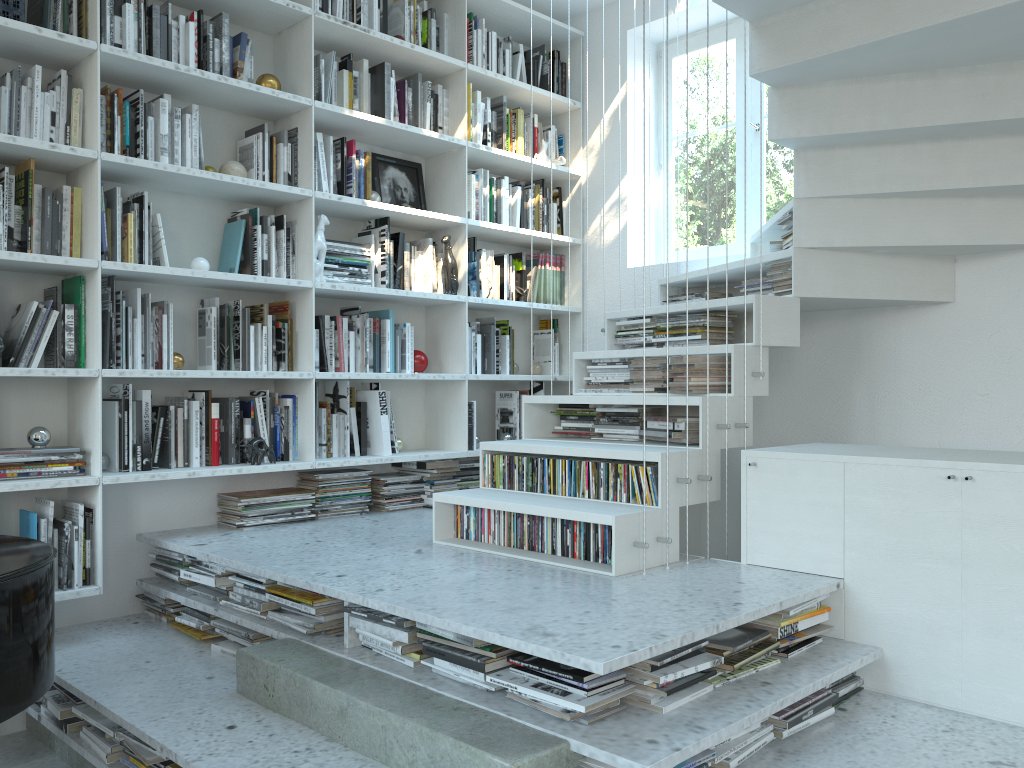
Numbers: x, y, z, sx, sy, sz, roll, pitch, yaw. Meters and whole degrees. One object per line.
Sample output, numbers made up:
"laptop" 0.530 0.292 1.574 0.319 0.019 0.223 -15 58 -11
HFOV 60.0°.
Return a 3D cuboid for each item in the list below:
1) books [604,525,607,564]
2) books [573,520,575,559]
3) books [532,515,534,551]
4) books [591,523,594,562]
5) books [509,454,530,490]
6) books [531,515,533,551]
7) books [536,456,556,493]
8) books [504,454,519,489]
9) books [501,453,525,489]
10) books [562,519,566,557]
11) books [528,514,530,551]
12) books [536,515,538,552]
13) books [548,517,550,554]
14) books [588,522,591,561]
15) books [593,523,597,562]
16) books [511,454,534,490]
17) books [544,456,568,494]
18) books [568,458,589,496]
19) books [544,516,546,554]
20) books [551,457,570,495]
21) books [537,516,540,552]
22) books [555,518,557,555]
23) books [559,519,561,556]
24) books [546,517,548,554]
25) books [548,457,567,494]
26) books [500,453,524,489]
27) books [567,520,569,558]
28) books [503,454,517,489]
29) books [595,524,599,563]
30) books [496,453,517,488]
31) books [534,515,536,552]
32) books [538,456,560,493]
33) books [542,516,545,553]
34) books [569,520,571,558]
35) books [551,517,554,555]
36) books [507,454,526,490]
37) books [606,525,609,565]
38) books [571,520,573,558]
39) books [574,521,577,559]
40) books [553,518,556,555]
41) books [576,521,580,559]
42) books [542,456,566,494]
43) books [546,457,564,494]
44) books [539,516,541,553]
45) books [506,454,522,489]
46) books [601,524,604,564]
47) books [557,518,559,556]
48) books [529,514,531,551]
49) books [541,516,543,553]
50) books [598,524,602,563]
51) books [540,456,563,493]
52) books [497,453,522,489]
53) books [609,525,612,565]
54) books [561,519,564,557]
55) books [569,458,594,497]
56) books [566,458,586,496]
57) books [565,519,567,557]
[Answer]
"books" 0.333 0.497 2.801 0.009 0.125 0.125 0 0 45
"books" 0.241 0.498 2.892 0.008 0.125 0.125 0 0 45
"books" 0.115 0.499 3.017 0.008 0.125 0.125 0 0 45
"books" 0.295 0.498 2.838 0.007 0.125 0.125 0 0 45
"books" 0.035 0.327 3.304 0.010 0.125 0.125 0 0 45
"books" 0.110 0.499 3.022 0.008 0.125 0.125 0 0 45
"books" 0.132 0.326 3.207 0.008 0.125 0.125 0 0 45
"books" 0.018 0.327 3.321 0.007 0.125 0.125 0 0 45
"books" 0.007 0.327 3.332 0.007 0.125 0.125 0 0 45
"books" 0.211 0.498 2.921 0.012 0.125 0.125 0 0 45
"books" 0.099 0.499 3.033 0.008 0.125 0.125 0 0 45
"books" 0.126 0.499 3.006 0.007 0.125 0.125 0 0 45
"books" 0.165 0.499 2.967 0.008 0.125 0.125 0 0 45
"books" 0.288 0.498 2.845 0.009 0.125 0.125 0 0 45
"books" 0.301 0.498 2.832 0.010 0.125 0.125 0 0 45
"books" 0.043 0.327 3.296 0.010 0.125 0.125 0 0 45
"books" 0.160 0.326 3.180 0.007 0.125 0.125 0 0 45
"books" 0.239 0.325 3.101 0.007 0.125 0.125 0 0 45
"books" 0.154 0.499 2.978 0.008 0.125 0.125 0 0 45
"books" 0.183 0.326 3.157 0.010 0.125 0.125 0 0 45
"books" 0.131 0.499 3.001 0.008 0.125 0.125 0 0 45
"books" 0.188 0.499 2.945 0.011 0.125 0.125 0 0 45
"books" 0.200 0.498 2.933 0.008 0.125 0.125 0 0 45
"books" 0.160 0.499 2.973 0.008 0.125 0.125 0 0 45
"books" 0.175 0.326 3.165 0.014 0.125 0.125 0 0 45
"books" 0.001 0.327 3.338 0.008 0.125 0.125 0 0 45
"books" 0.225 0.498 2.907 0.007 0.125 0.125 0 0 45
"books" 0.012 0.327 3.327 0.007 0.125 0.125 0 0 45
"books" 0.310 0.498 2.824 0.014 0.125 0.125 0 0 45
"books" -0.013 0.327 3.352 0.010 0.125 0.125 0 0 45
"books" 0.120 0.499 3.012 0.008 0.125 0.125 0 0 45
"books" 0.140 0.326 3.200 0.012 0.125 0.125 0 0 45
"books" 0.148 0.499 2.985 0.010 0.125 0.125 0 0 45
"books" 0.230 0.498 2.902 0.007 0.125 0.125 0 0 45
"books" 0.176 0.499 2.957 0.008 0.125 0.125 0 0 45
"books" 0.029 0.327 3.310 0.008 0.125 0.125 0 0 45
"books" 0.340 0.497 2.794 0.011 0.125 0.125 0 0 45
"books" 0.236 0.498 2.897 0.007 0.125 0.125 0 0 45
"books" 0.247 0.498 2.886 0.008 0.125 0.125 0 0 45
"books" 0.183 0.499 2.950 0.011 0.125 0.125 0 0 45
"books" 0.254 0.498 2.879 0.010 0.125 0.125 0 0 45
"books" 0.153 0.326 3.187 0.009 0.125 0.125 0 0 45
"books" 0.167 0.326 3.173 0.010 0.125 0.125 0 0 45
"books" 0.137 0.499 2.995 0.008 0.125 0.125 0 0 45
"books" 0.023 0.327 3.316 0.008 0.125 0.125 0 0 45
"books" 0.326 0.497 2.807 0.013 0.125 0.125 0 0 45
"books" 0.194 0.498 2.939 0.008 0.125 0.125 0 0 45
"books" 0.105 0.499 3.027 0.008 0.125 0.125 0 0 45
"books" 0.143 0.499 2.990 0.010 0.125 0.125 0 0 45
"books" 0.318 0.498 2.816 0.010 0.125 0.125 0 0 45
"books" 0.147 0.326 3.192 0.010 0.125 0.125 0 0 45
"books" -0.007 0.327 3.345 0.012 0.125 0.125 0 0 45
"books" 0.347 0.497 2.787 0.009 0.125 0.125 0 0 45
"books" 0.205 0.498 2.927 0.010 0.125 0.125 0 0 45
"books" 0.244 0.325 3.096 0.008 0.125 0.125 0 0 45
"books" 0.233 0.325 3.107 0.008 0.125 0.125 0 0 45
"books" 0.219 0.498 2.913 0.008 0.125 0.125 0 0 45
